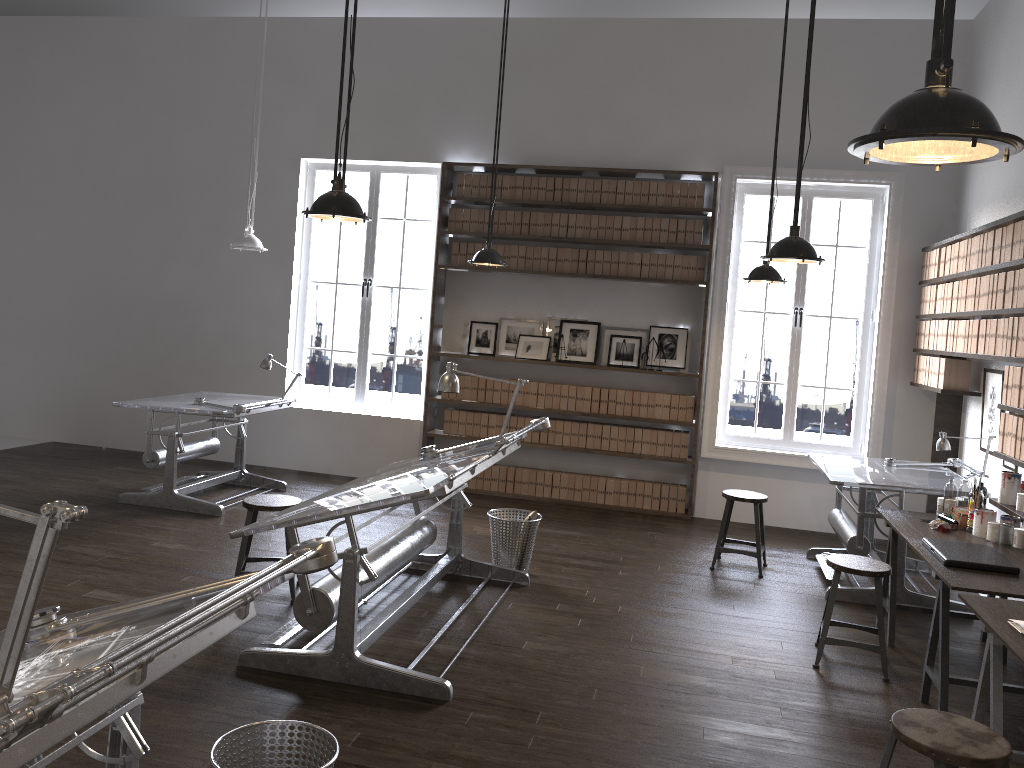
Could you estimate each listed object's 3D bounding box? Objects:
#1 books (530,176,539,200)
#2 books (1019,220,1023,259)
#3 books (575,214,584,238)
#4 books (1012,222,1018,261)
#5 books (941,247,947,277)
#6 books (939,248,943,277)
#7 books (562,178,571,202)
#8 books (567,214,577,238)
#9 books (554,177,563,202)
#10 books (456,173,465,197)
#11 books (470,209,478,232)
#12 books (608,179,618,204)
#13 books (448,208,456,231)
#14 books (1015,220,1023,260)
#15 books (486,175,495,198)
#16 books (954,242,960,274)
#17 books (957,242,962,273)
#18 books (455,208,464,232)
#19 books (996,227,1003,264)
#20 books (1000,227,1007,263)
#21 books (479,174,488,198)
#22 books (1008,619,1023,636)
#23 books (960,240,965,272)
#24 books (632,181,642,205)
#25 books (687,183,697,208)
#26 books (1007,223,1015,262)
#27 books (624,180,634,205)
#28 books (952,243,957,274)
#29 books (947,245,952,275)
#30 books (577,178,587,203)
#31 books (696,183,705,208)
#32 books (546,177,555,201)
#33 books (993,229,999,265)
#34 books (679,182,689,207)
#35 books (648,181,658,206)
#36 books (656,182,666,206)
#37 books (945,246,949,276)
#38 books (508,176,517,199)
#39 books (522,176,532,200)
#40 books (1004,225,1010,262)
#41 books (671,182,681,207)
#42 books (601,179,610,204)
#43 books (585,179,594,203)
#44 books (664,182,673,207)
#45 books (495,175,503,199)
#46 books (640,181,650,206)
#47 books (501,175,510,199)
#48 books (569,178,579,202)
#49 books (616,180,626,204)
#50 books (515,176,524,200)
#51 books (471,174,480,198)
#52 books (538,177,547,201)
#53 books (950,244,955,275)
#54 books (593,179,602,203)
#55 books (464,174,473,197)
[{"bbox_3d":[0.221,-1.770,8.098,0.067,0.225,0.174,5,3,12],"label":"books"},{"bbox_3d":[2.937,-0.799,4.929,0.175,0.225,0.067,5,2,12],"label":"books"},{"bbox_3d":[0.623,-1.414,8.012,0.067,0.225,0.175,5,3,12],"label":"books"},{"bbox_3d":[2.969,-0.807,5.061,0.175,0.225,0.067,5,2,12],"label":"books"},{"bbox_3d":[3.290,-0.899,6.564,0.175,0.225,0.067,5,2,12],"label":"books"},{"bbox_3d":[3.311,-0.902,6.635,0.175,0.225,0.067,5,2,12],"label":"books"},{"bbox_3d":[0.505,-1.744,8.038,0.067,0.225,0.175,5,3,12],"label":"books"},{"bbox_3d":[0.552,-1.420,8.025,0.067,0.225,0.175,5,3,12],"label":"books"},{"bbox_3d":[0.432,-1.750,8.048,0.067,0.225,0.175,5,3,12],"label":"books"},{"bbox_3d":[-0.457,-1.831,8.238,0.067,0.225,0.175,5,3,12],"label":"books"},{"bbox_3d":[-0.332,-1.501,8.217,0.067,0.225,0.175,5,3,12],"label":"books"},{"bbox_3d":[0.909,-1.707,7.944,0.067,0.225,0.175,5,3,12],"label":"books"},{"bbox_3d":[-0.538,-1.520,8.265,0.067,0.225,0.174,5,3,12],"label":"books"},{"bbox_3d":[2.954,-0.803,5.000,0.175,0.225,0.067,5,2,12],"label":"books"},{"bbox_3d":[-0.179,-1.806,8.183,0.067,0.225,0.175,5,3,12],"label":"books"},{"bbox_3d":[3.214,-0.878,6.217,0.175,0.225,0.067,5,2,12],"label":"books"},{"bbox_3d":[3.204,-0.873,6.150,0.175,0.225,0.067,5,2,12],"label":"books"},{"bbox_3d":[-0.471,-1.514,8.249,0.067,0.225,0.175,5,3,12],"label":"books"},{"bbox_3d":[3.025,-0.824,5.331,0.174,0.225,0.067,5,2,12],"label":"books"},{"bbox_3d":[3.014,-0.819,5.261,0.174,0.225,0.067,5,2,12],"label":"books"},{"bbox_3d":[-0.247,-1.813,8.200,0.067,0.225,0.174,5,3,12],"label":"books"},{"bbox_3d":[1.894,0.875,3.029,0.256,0.029,0.355,5,4,12],"label":"books"},{"bbox_3d":[3.190,-0.870,6.089,0.175,0.225,0.067,5,2,12],"label":"books"},{"bbox_3d":[1.120,-1.688,7.906,0.067,0.225,0.174,5,3,12],"label":"books"},{"bbox_3d":[1.588,-1.645,7.804,0.067,0.225,0.174,5,3,12],"label":"books"},{"bbox_3d":[2.979,-0.811,5.127,0.175,0.225,0.067,5,2,12],"label":"books"},{"bbox_3d":[1.051,-1.694,7.917,0.067,0.225,0.174,5,3,12],"label":"books"},{"bbox_3d":[3.234,-0.881,6.281,0.175,0.225,0.067,5,2,12],"label":"books"},{"bbox_3d":[3.260,-0.890,6.421,0.174,0.225,0.067,5,2,12],"label":"books"},{"bbox_3d":[0.639,-1.732,8.005,0.067,0.225,0.174,5,3,12],"label":"books"},{"bbox_3d":[1.656,-1.639,7.785,0.067,0.225,0.174,5,3,12],"label":"books"},{"bbox_3d":[0.360,-1.757,8.069,0.067,0.225,0.175,5,3,12],"label":"books"},{"bbox_3d":[3.044,-0.827,5.400,0.175,0.225,0.067,5,2,12],"label":"books"},{"bbox_3d":[1.519,-1.652,7.819,0.067,0.225,0.175,5,3,12],"label":"books"},{"bbox_3d":[1.255,-1.675,7.871,0.067,0.225,0.175,5,3,12],"label":"books"},{"bbox_3d":[1.326,-1.669,7.858,0.067,0.225,0.175,5,3,12],"label":"books"},{"bbox_3d":[3.279,-0.894,6.489,0.175,0.225,0.067,5,2,12],"label":"books"},{"bbox_3d":[0.021,-1.788,8.140,0.067,0.225,0.175,5,3,12],"label":"books"},{"bbox_3d":[0.152,-1.776,8.113,0.067,0.225,0.175,5,3,12],"label":"books"},{"bbox_3d":[2.999,-0.815,5.192,0.175,0.225,0.067,5,2,12],"label":"books"},{"bbox_3d":[1.452,-1.657,7.827,0.067,0.225,0.175,5,3,12],"label":"books"},{"bbox_3d":[0.848,-1.713,7.961,0.067,0.225,0.175,5,3,12],"label":"books"},{"bbox_3d":[0.708,-1.726,7.995,0.067,0.225,0.174,5,3,12],"label":"books"},{"bbox_3d":[1.387,-1.664,7.846,0.067,0.225,0.175,5,3,12],"label":"books"},{"bbox_3d":[-0.111,-1.800,8.165,0.067,0.225,0.175,5,3,12],"label":"books"},{"bbox_3d":[1.187,-1.682,7.889,0.067,0.225,0.175,5,3,12],"label":"books"},{"bbox_3d":[-0.040,-1.794,8.152,0.067,0.225,0.175,5,3,12],"label":"books"},{"bbox_3d":[0.568,-1.738,8.017,0.067,0.225,0.175,5,3,12],"label":"books"},{"bbox_3d":[0.979,-1.700,7.929,0.067,0.225,0.175,5,3,12],"label":"books"},{"bbox_3d":[0.085,-1.782,8.121,0.067,0.225,0.175,5,3,12],"label":"books"},{"bbox_3d":[-0.316,-1.819,8.211,0.067,0.225,0.174,5,3,12],"label":"books"},{"bbox_3d":[0.290,-1.763,8.079,0.067,0.225,0.174,5,3,12],"label":"books"},{"bbox_3d":[3.249,-0.885,6.351,0.174,0.225,0.067,5,2,12],"label":"books"},{"bbox_3d":[0.776,-1.719,7.978,0.067,0.225,0.175,5,3,12],"label":"books"},{"bbox_3d":[-0.387,-1.825,8.223,0.067,0.225,0.175,5,3,12],"label":"books"}]
